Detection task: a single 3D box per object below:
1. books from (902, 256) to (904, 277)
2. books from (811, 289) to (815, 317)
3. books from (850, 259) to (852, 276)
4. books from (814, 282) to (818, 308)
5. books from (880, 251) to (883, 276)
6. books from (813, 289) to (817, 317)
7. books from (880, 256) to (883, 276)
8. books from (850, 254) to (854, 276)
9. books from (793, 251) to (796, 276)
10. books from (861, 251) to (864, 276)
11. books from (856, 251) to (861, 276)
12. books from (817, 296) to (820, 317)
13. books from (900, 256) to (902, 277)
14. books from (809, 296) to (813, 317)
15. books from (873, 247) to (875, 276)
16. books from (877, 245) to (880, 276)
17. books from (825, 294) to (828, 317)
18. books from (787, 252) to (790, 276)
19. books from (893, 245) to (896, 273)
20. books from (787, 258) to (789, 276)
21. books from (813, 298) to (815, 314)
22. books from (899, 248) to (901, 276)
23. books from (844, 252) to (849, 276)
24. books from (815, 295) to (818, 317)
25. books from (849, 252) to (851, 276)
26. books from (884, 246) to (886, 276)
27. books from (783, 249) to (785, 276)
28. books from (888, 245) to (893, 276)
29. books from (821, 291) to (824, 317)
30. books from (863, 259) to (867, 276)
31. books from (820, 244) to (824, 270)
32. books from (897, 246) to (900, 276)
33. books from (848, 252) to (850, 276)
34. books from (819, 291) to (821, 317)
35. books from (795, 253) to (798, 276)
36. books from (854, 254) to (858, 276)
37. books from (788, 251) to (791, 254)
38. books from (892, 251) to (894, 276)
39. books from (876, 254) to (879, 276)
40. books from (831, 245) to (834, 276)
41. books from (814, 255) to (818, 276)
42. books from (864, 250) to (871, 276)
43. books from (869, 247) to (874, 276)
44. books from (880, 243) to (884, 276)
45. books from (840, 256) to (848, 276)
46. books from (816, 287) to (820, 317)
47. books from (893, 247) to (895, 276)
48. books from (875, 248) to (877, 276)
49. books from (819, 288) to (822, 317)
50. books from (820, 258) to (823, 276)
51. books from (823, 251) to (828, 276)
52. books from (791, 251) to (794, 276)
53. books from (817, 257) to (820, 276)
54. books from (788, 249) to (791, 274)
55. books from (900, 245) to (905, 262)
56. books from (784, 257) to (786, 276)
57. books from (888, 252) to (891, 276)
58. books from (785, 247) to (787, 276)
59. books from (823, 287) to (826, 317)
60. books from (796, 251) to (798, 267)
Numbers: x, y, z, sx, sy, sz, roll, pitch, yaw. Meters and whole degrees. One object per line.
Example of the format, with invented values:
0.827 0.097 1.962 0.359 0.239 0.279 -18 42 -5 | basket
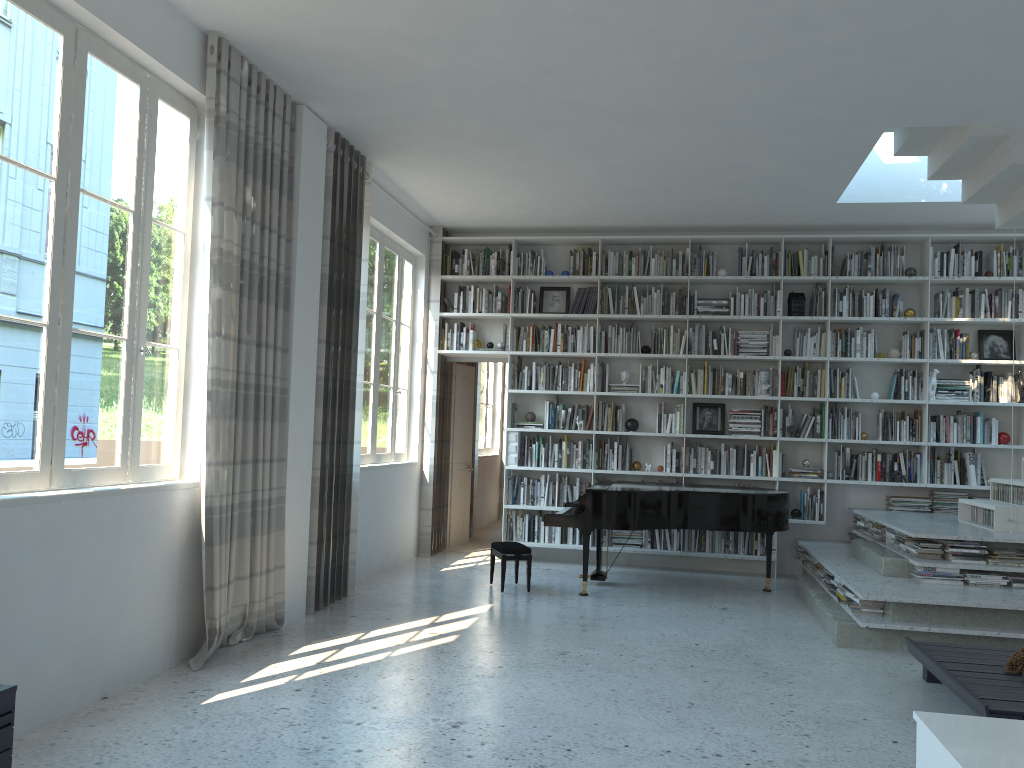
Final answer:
3.551 -1.050 8.103 0.014 0.208 0.188 2 -3 11 | books
2.782 -0.736 8.215 0.021 0.272 0.190 2 -3 11 | books
3.120 -1.048 8.194 0.009 0.183 0.160 2 -3 11 | books
2.813 -0.767 8.240 0.025 0.339 0.143 2 -3 11 | books
3.381 -1.075 8.141 0.008 0.251 0.170 2 -3 11 | books
2.801 -0.735 8.225 0.022 0.271 0.181 2 -3 11 | books
3.364 -1.051 8.127 0.018 0.201 0.188 2 -3 11 | books
3.129 -1.071 8.180 0.013 0.229 0.174 2 -3 11 | books
2.635 -1.099 8.287 0.008 0.262 0.142 2 -3 11 | books
3.216 -1.081 8.180 0.021 0.256 0.169 2 -3 11 | books
3.190 -1.082 8.182 0.030 0.255 0.161 2 -3 11 | books
2.838 -0.703 8.230 0.013 0.210 0.140 2 -3 11 | books
3.538 -1.053 8.115 0.018 0.214 0.157 2 -3 11 | books
2.780 -0.705 8.247 0.019 0.213 0.156 2 -3 11 | books
3.319 -1.098 8.173 0.017 0.295 0.139 2 -3 11 | books
3.357 -1.106 8.148 0.006 0.312 0.179 2 -3 11 | books
2.895 -0.704 8.195 0.008 0.213 0.224 2 -3 11 | books
2.577 -1.091 8.273 0.007 0.239 0.191 2 -3 11 | books
3.504 -1.106 8.145 0.008 0.321 0.133 2 -3 11 | books
2.570 -1.066 8.299 0.015 0.192 0.160 2 -3 11 | books
2.794 -0.697 8.252 0.022 0.199 0.143 2 -3 11 | books
3.524 -1.086 8.105 0.008 0.278 0.180 2 -3 11 | books
3.088 -1.079 8.193 0.009 0.244 0.173 2 -3 11 | books
2.816 -0.706 8.237 0.024 0.217 0.169 2 -3 11 | books
3.112 -1.083 8.207 0.012 0.255 0.133 2 -3 11 | books
3.397 -1.100 8.121 0.015 0.299 0.183 2 -3 11 | books
2.535 -1.110 8.296 0.008 0.278 0.170 2 -3 11 | books
3.460 -1.101 8.124 0.008 0.307 0.183 2 -3 11 | books
2.865 -0.722 8.201 0.013 0.248 0.186 2 -3 11 | books
3.244 -1.047 8.191 0.031 0.190 0.132 2 -3 11 | books
2.885 -1.126 8.255 0.012 0.329 0.128 2 -3 11 | books
3.515 -1.095 8.114 0.013 0.297 0.188 2 -3 11 | books
3.099 -1.078 8.200 0.011 0.244 0.172 2 -3 11 | books
2.846 -0.725 8.219 0.005 0.255 0.158 2 -3 11 | books
2.643 -1.086 8.267 0.015 0.233 0.171 2 -3 11 | books
3.161 -1.068 8.188 0.028 0.226 0.163 2 -3 11 | books
2.586 -1.100 8.287 0.006 0.259 0.166 2 -3 11 | books
3.471 -1.076 8.127 0.014 0.258 0.149 2 -3 11 | books
3.343 -1.066 8.143 0.018 0.231 0.160 2 -3 11 | books
2.961 -1.113 8.208 0.019 0.304 0.176 2 -3 11 | books
2.810 -1.071 8.236 0.031 0.213 0.169 2 -3 11 | books
3.266 -1.082 8.146 0.028 0.258 0.185 2 -3 11 | books
3.297 -1.097 8.165 0.024 0.292 0.167 2 -3 11 | books
3.389 -1.114 8.140 0.007 0.329 0.183 2 -3 11 | books
3.059 -1.060 8.191 0.046 0.206 0.183 2 -3 11 | books
2.823 -0.743 8.215 0.021 0.288 0.179 2 -3 11 | books
3.487 -1.096 8.130 0.019 0.299 0.137 2 -3 11 | books
3.335 -1.092 8.165 0.007 0.285 0.159 2 -3 11 | books
2.861 -0.740 8.246 0.013 0.288 0.131 2 -3 11 | books
2.862 -1.060 8.239 0.022 0.194 0.182 2 -3 11 | books
2.898 -1.089 8.218 0.029 0.253 0.186 2 -3 11 | books
2.613 -1.099 8.284 0.034 0.261 0.157 2 -3 11 | books
2.841 -1.064 8.251 0.025 0.203 0.162 2 -3 11 | books
2.595 -1.109 8.297 0.007 0.279 0.150 2 -3 11 | books
3.563 -1.098 8.104 0.006 0.306 0.163 2 -3 11 | books
2.550 -1.072 8.314 0.016 0.204 0.143 2 -3 11 | books
3.445 -1.074 8.134 0.024 0.252 0.150 2 -3 11 | books
2.559 -1.119 8.296 0.007 0.298 0.181 2 -3 11 | books
2.896 -0.741 8.231 0.005 0.292 0.130 2 -3 11 | books
2.660 -1.098 8.301 0.007 0.264 0.133 2 -3 11 | books
